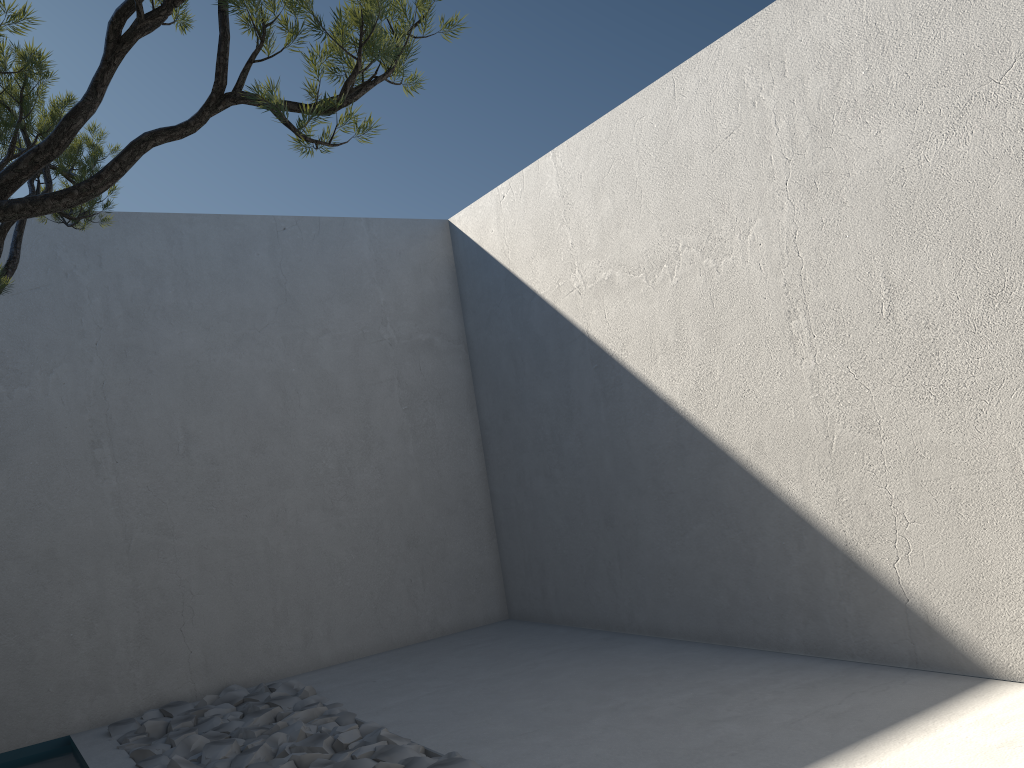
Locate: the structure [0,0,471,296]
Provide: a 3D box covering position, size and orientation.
[{"bbox_3d":[-1.556,-0.076,1.559,2.575,3.462,2.537,-7,-3,-40],"label":"structure"}]
